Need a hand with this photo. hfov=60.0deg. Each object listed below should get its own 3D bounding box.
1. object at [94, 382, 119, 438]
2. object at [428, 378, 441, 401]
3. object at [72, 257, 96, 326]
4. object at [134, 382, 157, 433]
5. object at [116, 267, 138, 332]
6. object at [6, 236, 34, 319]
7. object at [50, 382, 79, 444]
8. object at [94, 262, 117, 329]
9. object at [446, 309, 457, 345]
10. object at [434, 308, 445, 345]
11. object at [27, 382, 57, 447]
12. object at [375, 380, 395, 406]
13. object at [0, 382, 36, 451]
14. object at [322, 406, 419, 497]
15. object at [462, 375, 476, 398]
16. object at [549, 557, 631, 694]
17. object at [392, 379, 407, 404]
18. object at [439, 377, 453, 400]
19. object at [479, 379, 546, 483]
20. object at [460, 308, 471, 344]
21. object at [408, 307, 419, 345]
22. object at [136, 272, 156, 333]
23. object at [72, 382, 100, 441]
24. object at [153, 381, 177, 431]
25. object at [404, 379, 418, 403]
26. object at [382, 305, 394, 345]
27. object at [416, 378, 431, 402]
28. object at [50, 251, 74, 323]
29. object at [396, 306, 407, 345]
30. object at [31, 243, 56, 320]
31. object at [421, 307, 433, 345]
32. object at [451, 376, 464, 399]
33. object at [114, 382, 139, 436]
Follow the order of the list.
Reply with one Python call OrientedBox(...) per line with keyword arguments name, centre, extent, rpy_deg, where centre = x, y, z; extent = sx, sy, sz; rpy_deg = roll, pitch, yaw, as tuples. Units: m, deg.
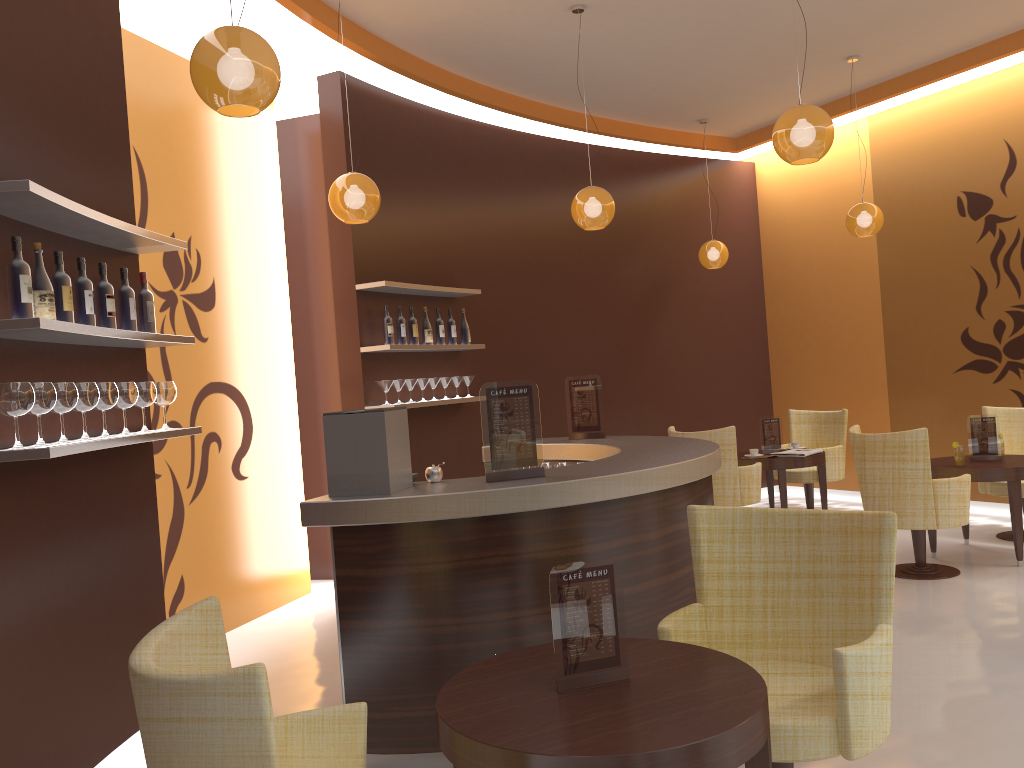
OrientedBox(name="object", centre=(-1.649, 0.106, 3.579), extent=(0.125, 0.221, 0.125), rpy_deg=(-4, 0, -6))
OrientedBox(name="object", centre=(-0.608, 0.042, 6.860), extent=(0.137, 0.174, 0.137), rpy_deg=(-4, 0, 35))
OrientedBox(name="object", centre=(-1.690, -0.351, 3.499), extent=(0.073, 0.297, 0.073), rpy_deg=(-4, 0, -21))
OrientedBox(name="object", centre=(-1.629, 0.103, 3.917), extent=(0.125, 0.221, 0.125), rpy_deg=(-4, 0, -6))
OrientedBox(name="object", centre=(-1.668, -0.354, 3.834), extent=(0.073, 0.297, 0.073), rpy_deg=(-4, 0, -33))
OrientedBox(name="object", centre=(-1.671, -0.352, 3.007), extent=(0.073, 0.297, 0.073), rpy_deg=(-4, 0, -21))
OrientedBox(name="object", centre=(-1.653, 0.107, 3.252), extent=(0.125, 0.221, 0.125), rpy_deg=(-4, 0, -6))
OrientedBox(name="object", centre=(-1.681, -0.353, 3.660), extent=(0.073, 0.297, 0.073), rpy_deg=(-4, 0, -21))
OrientedBox(name="object", centre=(-0.486, -0.452, 7.099), extent=(0.073, 0.297, 0.073), rpy_deg=(-4, 0, 7))
OrientedBox(name="object", centre=(-0.571, -0.445, 6.964), extent=(0.073, 0.297, 0.073), rpy_deg=(-4, 0, 7))
OrientedBox(name="object", centre=(-1.649, 0.107, 3.089), extent=(0.125, 0.221, 0.125), rpy_deg=(-4, 0, -6))
OrientedBox(name="object", centre=(-0.897, 0.064, 6.322), extent=(0.137, 0.174, 0.137), rpy_deg=(-4, 0, 24))
OrientedBox(name="object", centre=(-1.640, 0.107, 2.930), extent=(0.125, 0.221, 0.125), rpy_deg=(-4, 0, -6))
OrientedBox(name="object", centre=(-0.578, 0.274, 3.733), extent=(0.270, 0.340, 0.373), rpy_deg=(-4, 0, 14))
OrientedBox(name="object", centre=(-0.360, 0.022, 7.254), extent=(0.137, 0.174, 0.137), rpy_deg=(-4, 0, 35))
OrientedBox(name="object", centre=(0.208, 0.644, 2.388), extent=(0.209, 0.335, 0.042), rpy_deg=(-4, 0, -17))
OrientedBox(name="object", centre=(-0.827, 0.058, 6.460), extent=(0.137, 0.174, 0.137), rpy_deg=(-4, 0, 24))
OrientedBox(name="object", centre=(-0.528, 0.035, 6.990), extent=(0.137, 0.174, 0.137), rpy_deg=(-4, 0, 35))
OrientedBox(name="object", centre=(0.000, 0.194, 3.720), extent=(0.258, 0.414, 0.052), rpy_deg=(-4, 0, -17))
OrientedBox(name="object", centre=(-0.389, -0.465, 7.245), extent=(0.086, 0.303, 0.086), rpy_deg=(-4, 0, -16))
OrientedBox(name="object", centre=(-0.746, -0.431, 6.667), extent=(0.073, 0.297, 0.073), rpy_deg=(-4, 0, -33))
OrientedBox(name="object", centre=(-1.652, -0.356, 3.999), extent=(0.073, 0.297, 0.073), rpy_deg=(-4, 0, -21))
OrientedBox(name="object", centre=(-1.651, 0.106, 3.415), extent=(0.125, 0.221, 0.125), rpy_deg=(-4, 0, -6))
OrientedBox(name="object", centre=(-1.604, 0.101, 4.084), extent=(0.125, 0.221, 0.125), rpy_deg=(-4, 0, -6))
OrientedBox(name="object", centre=(-0.756, 0.052, 6.598), extent=(0.137, 0.174, 0.137), rpy_deg=(-4, 0, 35))
OrientedBox(name="object", centre=(-0.892, -0.420, 6.375), extent=(0.073, 0.297, 0.073), rpy_deg=(-4, 0, 7))
OrientedBox(name="object", centre=(-0.678, 0.047, 6.731), extent=(0.137, 0.174, 0.137), rpy_deg=(-4, 0, 35))
OrientedBox(name="object", centre=(-1.694, -0.351, 3.332), extent=(0.073, 0.297, 0.073), rpy_deg=(-4, 0, 29))
OrientedBox(name="object", centre=(-0.817, -0.426, 6.528), extent=(0.073, 0.297, 0.073), rpy_deg=(-4, 0, 7))
OrientedBox(name="object", centre=(-1.696, -0.355, 3.189), extent=(0.086, 0.303, 0.086), rpy_deg=(-4, 0, 38))
OrientedBox(name="object", centre=(-0.660, -0.444, 6.832), extent=(0.086, 0.303, 0.086), rpy_deg=(-4, 0, 43))
OrientedBox(name="object", centre=(-0.443, 0.029, 7.122), extent=(0.137, 0.174, 0.137), rpy_deg=(-4, 0, -6))
OrientedBox(name="object", centre=(-1.639, 0.105, 3.747), extent=(0.125, 0.221, 0.125), rpy_deg=(-4, 0, -6))
